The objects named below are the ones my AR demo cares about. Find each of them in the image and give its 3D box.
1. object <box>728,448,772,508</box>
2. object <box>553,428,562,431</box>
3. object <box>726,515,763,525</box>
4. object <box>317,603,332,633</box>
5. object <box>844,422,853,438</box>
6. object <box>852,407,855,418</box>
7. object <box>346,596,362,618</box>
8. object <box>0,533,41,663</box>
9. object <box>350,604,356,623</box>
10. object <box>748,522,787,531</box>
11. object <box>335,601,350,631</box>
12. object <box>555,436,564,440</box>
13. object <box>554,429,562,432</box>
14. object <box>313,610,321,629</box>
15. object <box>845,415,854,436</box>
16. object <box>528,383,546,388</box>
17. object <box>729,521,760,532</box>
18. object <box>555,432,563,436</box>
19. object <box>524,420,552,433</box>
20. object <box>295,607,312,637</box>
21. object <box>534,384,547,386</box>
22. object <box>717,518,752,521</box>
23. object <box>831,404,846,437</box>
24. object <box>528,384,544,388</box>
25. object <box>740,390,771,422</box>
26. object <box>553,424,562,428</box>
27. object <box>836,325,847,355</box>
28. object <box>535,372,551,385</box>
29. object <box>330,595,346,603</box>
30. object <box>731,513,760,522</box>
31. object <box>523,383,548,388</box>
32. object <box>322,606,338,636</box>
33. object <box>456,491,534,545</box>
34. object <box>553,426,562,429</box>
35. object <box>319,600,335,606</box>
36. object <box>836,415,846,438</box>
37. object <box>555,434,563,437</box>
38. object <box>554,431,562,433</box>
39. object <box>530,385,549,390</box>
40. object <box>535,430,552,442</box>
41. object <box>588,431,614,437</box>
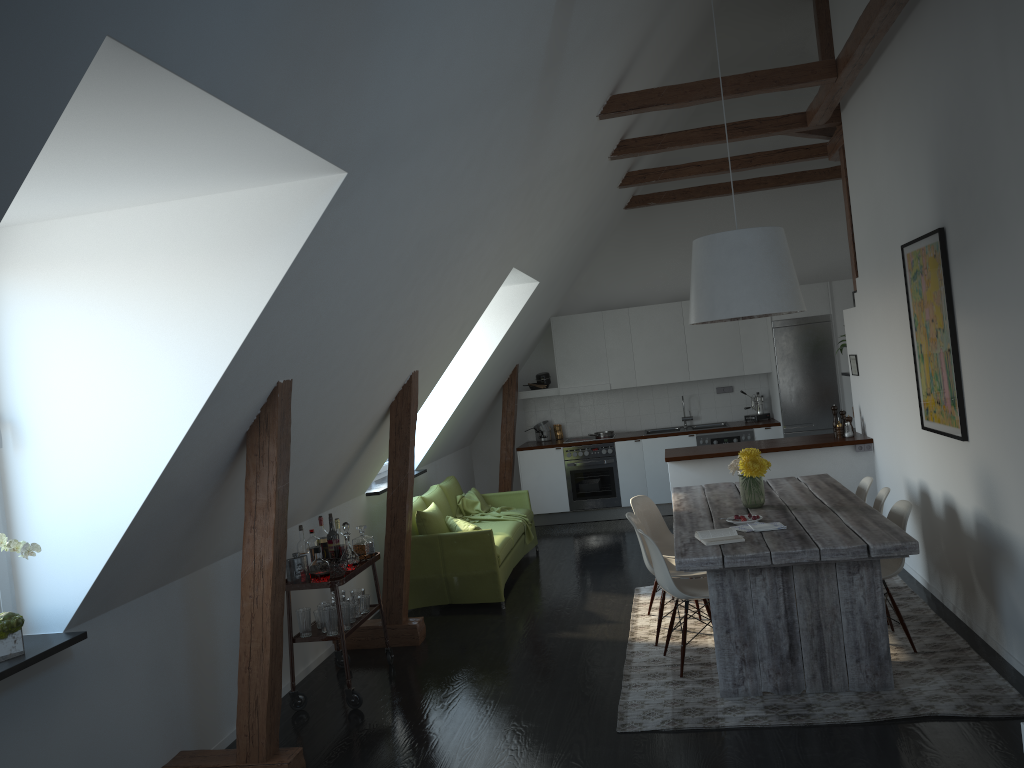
[{"bbox_3d":[1.483,0.579,5.490,0.233,0.365,0.293,-7,1,-19],"label":"object"},{"bbox_3d":[0.550,0.546,10.649,0.100,0.036,0.100,-7,1,-23],"label":"object"},{"bbox_3d":[1.324,0.776,5.052,0.205,0.024,0.205,-6,1,2],"label":"object"},{"bbox_3d":[-1.084,1.365,5.173,0.087,0.155,0.087,-7,1,-17],"label":"object"},{"bbox_3d":[2.836,0.384,7.480,0.069,0.135,0.069,-7,1,-15],"label":"object"},{"bbox_3d":[3.286,0.249,8.047,0.287,0.101,0.329,-6,1,5],"label":"object"},{"bbox_3d":[-0.964,1.366,5.427,0.095,0.119,0.095,-7,1,-28],"label":"object"},{"bbox_3d":[-1.842,0.770,3.229,0.309,0.461,0.131,-6,1,28],"label":"object"},{"bbox_3d":[-0.976,1.379,5.320,0.092,0.099,0.092,-7,1,-12],"label":"object"},{"bbox_3d":[1.391,0.774,4.840,0.182,0.016,0.179,-6,1,5],"label":"object"},{"bbox_3d":[-0.981,1.353,5.168,0.087,0.155,0.087,-7,1,-17],"label":"object"},{"bbox_3d":[0.570,0.645,10.651,0.100,0.036,0.100,-6,1,7],"label":"object"},{"bbox_3d":[0.554,0.564,10.653,0.099,0.057,0.101,-6,1,22],"label":"object"},{"bbox_3d":[-1.131,1.397,5.276,0.092,0.099,0.092,-7,1,-12],"label":"object"},{"bbox_3d":[2.873,0.354,7.543,0.058,0.184,0.058,-6,1,7],"label":"object"},{"bbox_3d":[0.291,0.017,10.498,0.061,0.077,0.331,-7,1,-32],"label":"object"},{"bbox_3d":[1.312,0.784,4.871,0.182,0.014,0.185,-7,1,-16],"label":"object"},{"bbox_3d":[0.562,0.606,10.651,0.099,0.051,0.099,-7,1,-4],"label":"object"},{"bbox_3d":[0.295,0.538,10.622,0.371,0.169,0.203,-7,1,-18],"label":"object"},{"bbox_3d":[-1.197,1.379,5.118,0.087,0.155,0.087,-7,1,-17],"label":"object"},{"bbox_3d":[0.326,0.015,10.537,0.065,0.031,0.335,-7,1,-33],"label":"object"},{"bbox_3d":[1.268,0.772,5.055,0.194,0.022,0.019,-6,1,25],"label":"object"},{"bbox_3d":[2.811,0.311,7.610,0.123,0.283,0.061,-6,1,10],"label":"object"},{"bbox_3d":[0.279,0.025,10.491,0.065,0.065,0.332,-7,1,-23],"label":"object"},{"bbox_3d":[2.758,0.239,10.142,0.353,0.370,0.206,-7,1,-33],"label":"object"},{"bbox_3d":[0.547,0.509,10.647,0.100,0.047,0.099,-6,1,6],"label":"object"},{"bbox_3d":[3.210,-0.366,8.100,0.493,0.486,0.506,-6,1,30],"label":"object"},{"bbox_3d":[0.373,-0.056,10.589,0.190,0.166,0.200,-7,1,-27],"label":"object"},{"bbox_3d":[-1.073,1.377,5.496,0.095,0.119,0.095,-7,1,-28],"label":"object"},{"bbox_3d":[1.337,0.763,5.060,0.132,0.034,0.144,-7,1,-18],"label":"object"},{"bbox_3d":[0.263,0.028,10.586,0.357,0.075,0.244,-7,1,-19],"label":"object"},{"bbox_3d":[-1.038,1.361,5.087,0.087,0.155,0.087,-7,1,-17],"label":"object"},{"bbox_3d":[-0.155,1.262,8.455,0.722,0.493,0.711,-6,1,5],"label":"object"},{"bbox_3d":[0.548,0.530,10.648,0.100,0.036,0.100,-6,1,39],"label":"object"},{"bbox_3d":[-1.115,1.383,5.382,0.095,0.119,0.095,-7,1,-28],"label":"object"},{"bbox_3d":[2.791,0.360,7.530,0.080,0.192,0.058,-7,1,-6],"label":"object"},{"bbox_3d":[0.566,0.623,10.650,0.100,0.048,0.099,-6,1,28],"label":"object"},{"bbox_3d":[0.558,0.586,10.653,0.099,0.043,0.100,-6,1,-2],"label":"object"},{"bbox_3d":[0.328,0.036,10.536,0.243,0.056,0.350,-6,1,-1],"label":"object"},{"bbox_3d":[0.393,0.607,10.576,0.200,0.154,0.348,-7,1,-10],"label":"object"},{"bbox_3d":[1.018,0.584,10.323,0.351,0.061,0.232,-7,1,-16],"label":"object"}]
